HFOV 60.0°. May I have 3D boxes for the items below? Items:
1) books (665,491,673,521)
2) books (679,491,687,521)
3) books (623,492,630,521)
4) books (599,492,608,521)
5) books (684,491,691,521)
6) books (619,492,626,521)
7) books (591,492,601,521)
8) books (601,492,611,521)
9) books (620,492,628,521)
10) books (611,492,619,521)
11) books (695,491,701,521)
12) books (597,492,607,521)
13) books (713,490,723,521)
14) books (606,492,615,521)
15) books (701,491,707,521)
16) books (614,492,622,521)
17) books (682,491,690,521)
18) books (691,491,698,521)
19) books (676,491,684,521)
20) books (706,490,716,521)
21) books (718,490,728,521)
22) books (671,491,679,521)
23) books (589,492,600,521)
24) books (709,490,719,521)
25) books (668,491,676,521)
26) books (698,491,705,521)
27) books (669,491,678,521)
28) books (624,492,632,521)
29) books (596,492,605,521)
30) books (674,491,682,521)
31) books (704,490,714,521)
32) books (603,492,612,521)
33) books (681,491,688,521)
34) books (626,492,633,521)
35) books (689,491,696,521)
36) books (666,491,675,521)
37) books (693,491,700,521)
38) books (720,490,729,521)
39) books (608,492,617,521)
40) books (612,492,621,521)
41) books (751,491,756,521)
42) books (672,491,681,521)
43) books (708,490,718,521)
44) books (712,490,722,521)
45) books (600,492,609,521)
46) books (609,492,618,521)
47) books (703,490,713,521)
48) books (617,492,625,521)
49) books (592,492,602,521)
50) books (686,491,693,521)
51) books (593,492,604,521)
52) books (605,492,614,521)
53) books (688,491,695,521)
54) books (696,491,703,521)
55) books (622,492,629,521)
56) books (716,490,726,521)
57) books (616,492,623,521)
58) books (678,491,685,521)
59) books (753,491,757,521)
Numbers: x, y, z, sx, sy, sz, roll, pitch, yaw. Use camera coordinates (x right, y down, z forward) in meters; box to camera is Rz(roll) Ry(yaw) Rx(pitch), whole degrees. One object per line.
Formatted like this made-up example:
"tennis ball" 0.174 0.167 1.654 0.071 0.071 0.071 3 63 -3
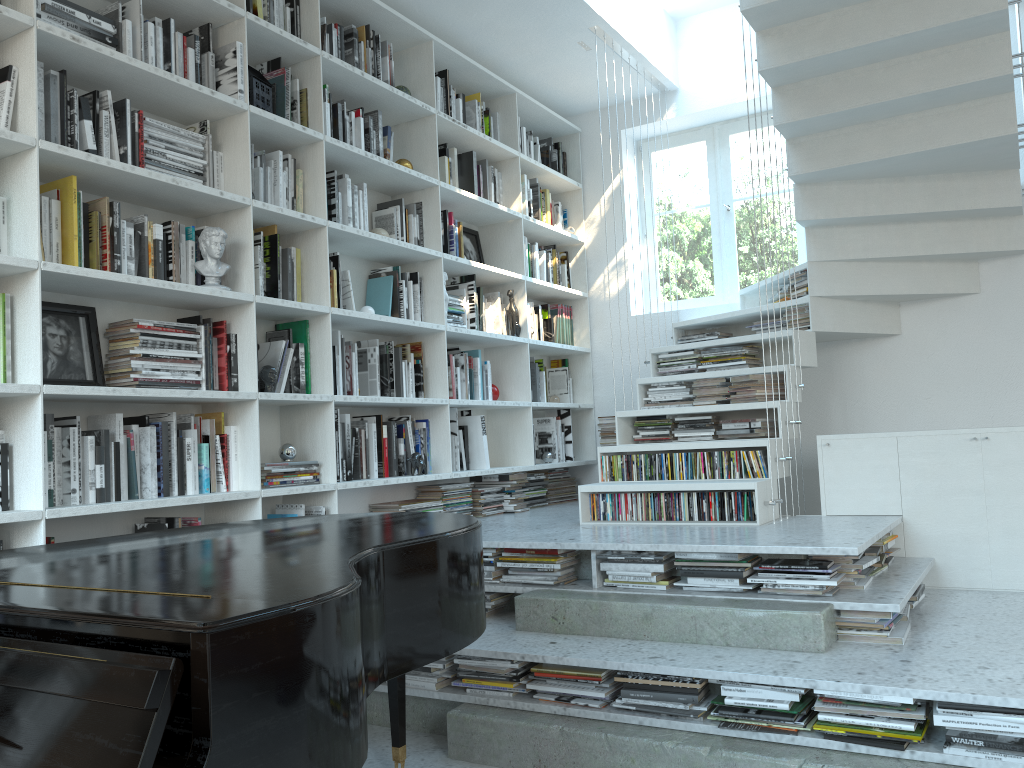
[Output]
"books" 0.724 0.555 4.043 0.008 0.125 0.125 -5 -4 30
"books" 0.783 0.550 4.009 0.010 0.125 0.125 -5 -4 30
"books" 0.550 0.570 4.146 0.008 0.125 0.125 -5 -4 30
"books" 0.443 0.580 4.209 0.007 0.125 0.125 -5 -4 30
"books" 0.804 0.548 3.997 0.008 0.125 0.125 -5 -4 30
"books" 0.531 0.572 4.157 0.007 0.125 0.125 -5 -4 30
"books" 0.408 0.583 4.230 0.008 0.125 0.125 -5 -4 30
"books" 0.456 0.579 4.202 0.008 0.125 0.125 -5 -4 30
"books" 0.538 0.572 4.153 0.007 0.125 0.125 -5 -4 30
"books" 0.498 0.575 4.177 0.008 0.125 0.125 -5 -4 30
"books" 0.846 0.544 3.972 0.008 0.125 0.125 -5 -4 30
"books" 0.437 0.580 4.213 0.007 0.125 0.125 -5 -4 30
"books" 0.920 0.538 3.928 0.010 0.125 0.125 -5 -4 30
"books" 0.478 0.577 4.189 0.009 0.125 0.125 -5 -4 30
"books" 0.870 0.542 3.958 0.008 0.125 0.125 -5 -4 30
"books" 0.511 0.574 4.169 0.008 0.125 0.125 -5 -4 30
"books" 0.797 0.549 4.000 0.008 0.125 0.125 -5 -4 30
"books" 0.831 0.546 3.980 0.011 0.125 0.125 -5 -4 30
"books" 0.771 0.551 4.016 0.008 0.125 0.125 -5 -4 30
"books" 0.890 0.541 3.946 0.007 0.125 0.125 -5 -4 30
"books" 0.936 0.537 3.918 0.012 0.125 0.125 -5 -4 30
"books" 0.750 0.553 4.028 0.008 0.125 0.125 -5 -4 30
"books" 0.401 0.584 4.234 0.007 0.125 0.125 -5 -4 30
"books" 0.903 0.539 3.938 0.008 0.125 0.125 -5 -4 30
"books" 0.737 0.554 4.036 0.008 0.125 0.125 -5 -4 30
"books" 0.860 0.543 3.963 0.012 0.125 0.125 -5 -4 30
"books" 0.744 0.553 4.032 0.008 0.125 0.125 -5 -4 30
"books" 0.556 0.570 4.142 0.008 0.125 0.125 -5 -4 30
"books" 0.430 0.581 4.217 0.009 0.125 0.125 -5 -4 30
"books" 0.763 0.552 4.021 0.008 0.125 0.125 -5 -4 30
"books" 0.883 0.541 3.950 0.007 0.125 0.125 -5 -4 30
"books" 0.463 0.578 4.197 0.010 0.125 0.125 -5 -4 30
"books" 0.791 0.549 4.004 0.008 0.125 0.125 -5 -4 30
"books" 0.563 0.569 4.139 0.007 0.125 0.125 -5 -4 30
"books" 0.825 0.546 3.984 0.011 0.125 0.125 -5 -4 30
"books" 0.731 0.554 4.039 0.008 0.125 0.125 -5 -4 30
"books" 0.839 0.545 3.976 0.008 0.125 0.125 -5 -4 30
"books" 0.946 0.536 3.913 0.010 0.125 0.125 -5 -4 30
"books" 0.484 0.576 4.185 0.009 0.125 0.125 -5 -4 30
"books" 0.504 0.574 4.173 0.008 0.125 0.125 -5 -4 30
"books" 1.061 0.526 3.845 0.007 0.125 0.125 -5 -4 30
"books" 0.757 0.552 4.024 0.007 0.125 0.125 -5 -4 30
"books" 0.896 0.540 3.942 0.008 0.125 0.125 -5 -4 30
"books" 0.911 0.539 3.933 0.010 0.125 0.125 -5 -4 30
"books" 0.450 0.579 4.205 0.008 0.125 0.125 -5 -4 30
"books" 0.491 0.576 4.181 0.007 0.125 0.125 -5 -4 30
"books" 0.877 0.542 3.953 0.007 0.125 0.125 -5 -4 30
"books" 0.525 0.573 4.161 0.008 0.125 0.125 -5 -4 30
"books" 0.414 0.582 4.226 0.008 0.125 0.125 -5 -4 30
"books" 0.810 0.548 3.993 0.007 0.125 0.125 -5 -4 30
"books" 0.422 0.582 4.222 0.010 0.125 0.125 -5 -4 30
"books" 0.471 0.577 4.193 0.007 0.125 0.125 -5 -4 30
"books" 0.817 0.547 3.989 0.008 0.125 0.125 -5 -4 30
"books" 0.853 0.544 3.968 0.010 0.125 0.125 -5 -4 30
"books" 0.544 0.571 4.150 0.007 0.125 0.125 -5 -4 30
"books" 0.927 0.537 3.924 0.008 0.125 0.125 -5 -4 30
"books" 0.517 0.573 4.165 0.008 0.125 0.125 -5 -4 30
"books" 0.777 0.551 4.012 0.010 0.125 0.125 -5 -4 30
"books" 1.069 0.525 3.840 0.012 0.125 0.125 -5 -4 30
